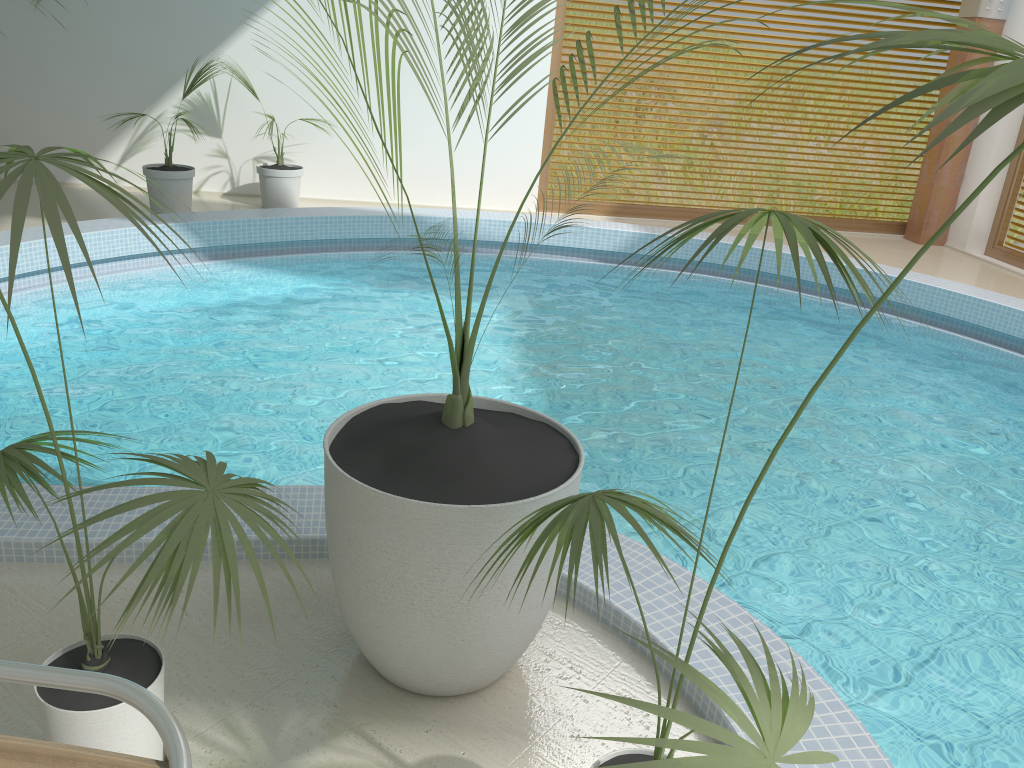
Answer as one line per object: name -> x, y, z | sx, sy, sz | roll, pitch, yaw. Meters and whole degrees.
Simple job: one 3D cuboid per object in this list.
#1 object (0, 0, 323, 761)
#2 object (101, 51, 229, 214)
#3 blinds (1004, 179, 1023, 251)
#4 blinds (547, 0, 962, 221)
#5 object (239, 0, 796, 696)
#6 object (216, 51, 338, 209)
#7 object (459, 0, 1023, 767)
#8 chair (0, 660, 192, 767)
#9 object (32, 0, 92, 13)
object -> -0.885, 0.116, 1.608 | 1.059, 1.695, 0.791 | 15, 23, 24
object -> -2.755, -2.053, 7.251 | 0.822, 1.310, 1.067 | 17, 24, 27
blinds -> 5.451, -1.944, 6.694 | 0.095, 2.921, 4.200 | 2, 21, -9
blinds -> 2.489, -3.701, 8.934 | 4.500, 4.025, 0.099 | 2, 21, -9
object -> -0.016, -0.559, 1.791 | 2.979, 2.960, 2.729 | 8, 21, 7
object -> -2.070, -2.189, 7.768 | 1.067, 1.310, 0.822 | 6, 21, 2
object -> 0.388, 0.301, 1.445 | 0.791, 1.695, 1.059 | -3, 23, -21
chair -> -0.749, 0.829, 1.131 | 0.618, 0.727, 0.563 | 6, 21, 2
object -> -4.076, -2.608, 6.063 | 2.729, 2.960, 2.979 | -6, 24, -27
